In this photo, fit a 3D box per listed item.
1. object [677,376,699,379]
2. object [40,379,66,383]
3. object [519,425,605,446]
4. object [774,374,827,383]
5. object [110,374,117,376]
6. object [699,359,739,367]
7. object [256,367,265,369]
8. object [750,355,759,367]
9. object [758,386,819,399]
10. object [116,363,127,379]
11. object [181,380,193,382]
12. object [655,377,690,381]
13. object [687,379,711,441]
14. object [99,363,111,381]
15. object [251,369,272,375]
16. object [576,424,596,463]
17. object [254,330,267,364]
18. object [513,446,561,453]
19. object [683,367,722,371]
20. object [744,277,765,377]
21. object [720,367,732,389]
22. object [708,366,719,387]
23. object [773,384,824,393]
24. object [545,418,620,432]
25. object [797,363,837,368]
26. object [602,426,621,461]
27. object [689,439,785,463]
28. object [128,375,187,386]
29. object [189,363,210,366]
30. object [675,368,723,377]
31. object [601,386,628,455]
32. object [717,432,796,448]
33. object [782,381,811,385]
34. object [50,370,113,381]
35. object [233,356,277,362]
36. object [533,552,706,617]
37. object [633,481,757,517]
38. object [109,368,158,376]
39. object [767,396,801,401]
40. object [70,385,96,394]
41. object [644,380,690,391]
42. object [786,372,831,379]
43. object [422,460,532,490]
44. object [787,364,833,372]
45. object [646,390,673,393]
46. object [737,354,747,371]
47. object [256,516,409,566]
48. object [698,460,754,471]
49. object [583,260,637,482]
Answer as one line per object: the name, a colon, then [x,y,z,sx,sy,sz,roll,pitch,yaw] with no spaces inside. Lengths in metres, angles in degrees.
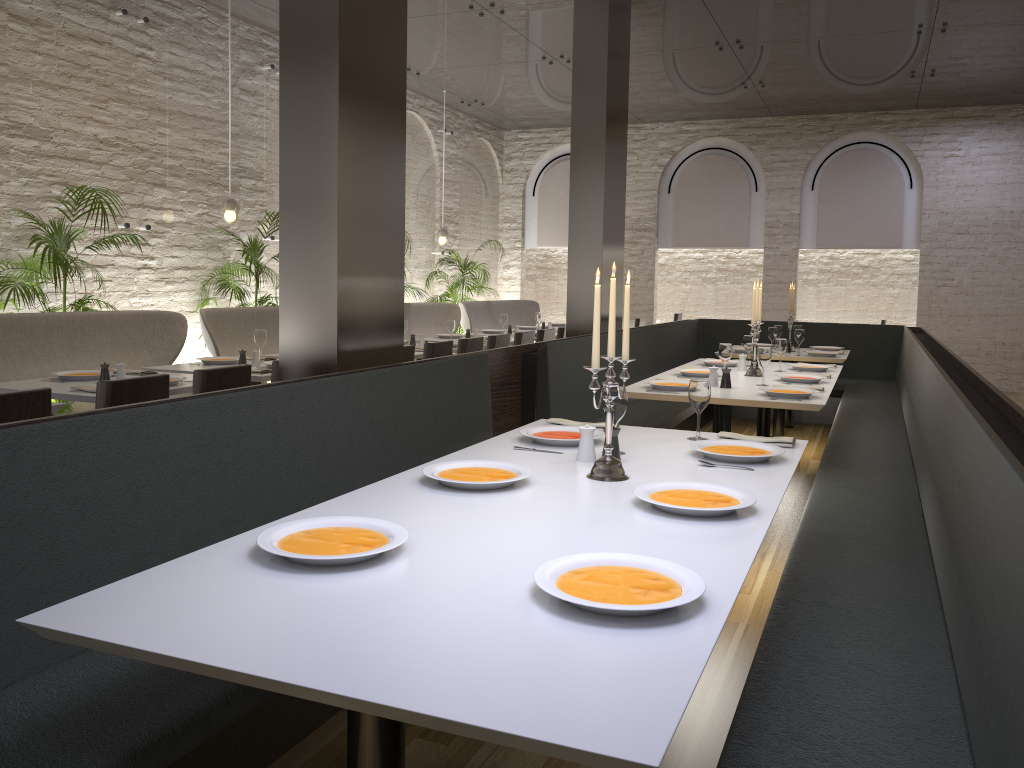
object: [1.139,-0.039,5.623,0.185,0.010,0.017,4,6,22]
object: [-2.490,-0.017,4.813,0.185,0.010,0.017,4,6,22]
object: [0.187,0.197,3.297,0.322,0.036,0.322,7,9,42]
object: [1.817,-0.031,5.580,0.322,0.036,0.322,7,9,42]
object: [-2.352,-0.055,5.146,0.181,0.015,0.038,4,7,24]
object: [1.555,-0.153,6.607,0.322,0.036,0.322,3,7,18]
object: [-1.563,-0.097,5.653,0.181,0.015,0.038,4,7,24]
object: [1.692,-0.144,6.183,0.069,0.126,0.069,2,5,16]
object: [1.501,0.050,4.817,0.321,0.036,0.323,1,6,-2]
object: [-2.133,-0.063,4.838,0.059,0.109,0.059,2,5,14]
object: [-1.857,-0.019,4.941,0.185,0.010,0.017,4,6,22]
object: [1.022,-0.017,5.388,0.273,0.033,0.143,4,7,22]
object: [0.715,0.098,3.388,0.086,0.230,0.087,4,5,34]
object: [-2.216,-0.063,4.822,0.059,0.109,0.059,2,5,14]
object: [-1.627,-0.081,5.489,0.273,0.033,0.143,4,7,22]
object: [0.248,0.197,2.939,0.069,0.126,0.069,2,5,16]
object: [-1.726,-0.256,6.082,0.086,0.230,0.087,-1,5,-26]
object: [0.092,0.230,3.090,0.185,0.010,0.017,4,6,22]
object: [1.336,-0.098,6.148,0.273,0.033,0.143,4,7,22]
object: [1.611,-0.379,5.850,0.132,0.655,0.391,4,5,33]
object: [1.243,-0.035,5.144,0.069,0.126,0.069,-2,6,-36]
object: [1.186,-0.045,5.221,0.069,0.126,0.069,-3,7,-44]
object: [1.658,0.025,5.127,0.273,0.033,0.143,4,7,22]
object: [0.289,0.164,3.614,0.273,0.033,0.143,4,7,22]
object: [2.300,-0.140,6.680,0.273,0.033,0.143,4,7,22]
object: [0.329,0.199,2.932,0.069,0.126,0.069,2,5,16]
object: [0.773,0.236,3.055,0.322,0.036,0.322,7,9,42]
object: [-1.920,-0.012,4.775,0.321,0.036,0.322,1,6,0]
object: [-2.059,-0.128,5.858,0.185,0.010,0.017,4,6,22]
object: [1.231,-0.070,5.823,0.322,0.036,0.322,7,9,42]
object: [0.356,0.127,3.076,0.086,0.230,0.087,4,5,34]
object: [0.926,0.206,3.353,0.273,0.033,0.143,4,7,22]
object: [1.738,-0.004,5.401,0.181,0.015,0.038,4,7,24]
object: [-2.416,-0.045,4.980,0.321,0.036,0.322,1,6,0]
object: [-1.838,-0.181,6.335,0.273,0.033,0.143,4,7,22]
object: [0.200,0.383,1.668,0.321,0.036,0.323,1,6,-2]
object: [0.483,0.311,2.353,0.321,0.036,0.323,1,6,-2]
object: [-2.269,-0.070,5.289,0.273,0.033,0.143,4,7,22]
object: [1.425,0.076,4.642,0.181,0.015,0.038,4,7,24]
object: [-2.059,0.030,4.444,0.273,0.033,0.143,4,7,22]
object: [0.916,0.011,5.059,0.321,0.036,0.323,3,7,20]
object: [1.972,-0.056,5.887,0.273,0.033,0.143,4,7,22]
object: [-0.102,0.272,2.596,0.321,0.036,0.323,1,6,-2]
object: [2.141,-0.114,6.365,0.322,0.036,0.322,3,7,18]
object: [0.825,0.042,4.863,0.185,0.010,0.017,4,6,22]
object: [1.617,-0.150,6.217,0.069,0.126,0.069,2,5,16]
object: [-0.385,0.344,1.911,0.321,0.036,0.323,1,6,-2]
object: [0.692,0.264,2.868,0.181,0.015,0.038,4,7,24]
object: [0.298,-0.043,2.671,0.132,0.655,0.391,4,5,33]
